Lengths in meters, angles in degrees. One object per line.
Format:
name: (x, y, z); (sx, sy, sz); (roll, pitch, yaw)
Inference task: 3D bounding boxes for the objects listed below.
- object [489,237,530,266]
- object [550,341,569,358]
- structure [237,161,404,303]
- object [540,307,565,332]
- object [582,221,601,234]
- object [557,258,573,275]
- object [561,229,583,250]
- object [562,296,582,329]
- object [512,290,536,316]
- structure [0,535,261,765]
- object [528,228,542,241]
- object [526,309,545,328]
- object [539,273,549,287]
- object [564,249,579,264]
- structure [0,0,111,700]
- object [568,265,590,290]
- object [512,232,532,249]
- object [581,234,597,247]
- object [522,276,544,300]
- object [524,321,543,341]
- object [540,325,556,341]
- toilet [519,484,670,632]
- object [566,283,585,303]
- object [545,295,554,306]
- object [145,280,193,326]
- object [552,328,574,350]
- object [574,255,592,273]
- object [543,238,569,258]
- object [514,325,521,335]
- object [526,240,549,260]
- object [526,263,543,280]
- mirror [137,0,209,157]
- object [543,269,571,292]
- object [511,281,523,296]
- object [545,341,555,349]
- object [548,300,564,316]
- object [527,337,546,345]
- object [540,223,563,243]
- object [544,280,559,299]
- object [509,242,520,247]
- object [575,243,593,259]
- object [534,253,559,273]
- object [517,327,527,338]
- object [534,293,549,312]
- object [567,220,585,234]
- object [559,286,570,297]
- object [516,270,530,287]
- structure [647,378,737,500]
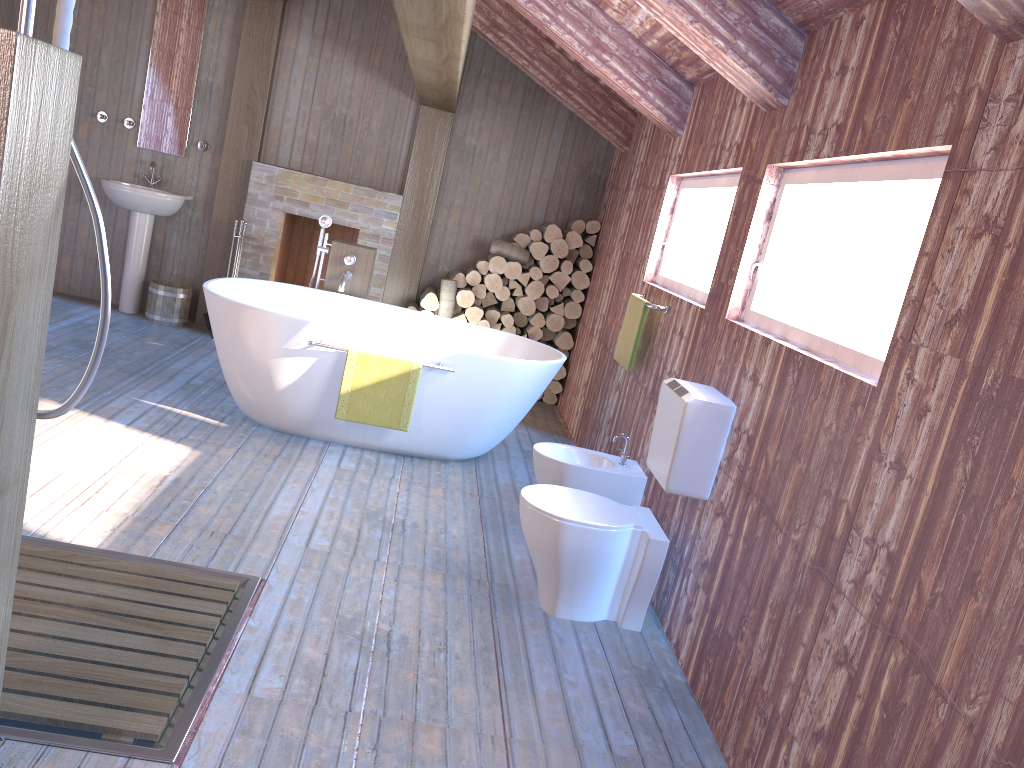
object: (-0.016, -0.990, 6.627); (0.302, 0.157, 0.121); (12, 11, -6)
object: (0.369, -0.276, 6.968); (0.114, 0.113, 0.301); (11, 11, -9)
structure: (-1.518, -0.918, 6.816); (1.130, 1.330, 0.226); (12, 11, -7)
object: (0.305, -0.503, 6.866); (0.137, 0.133, 0.437); (11, 11, -8)
object: (0.597, -1.196, 6.770); (0.112, 0.113, 0.271); (12, 11, -6)
object: (0.398, -0.908, 6.778); (0.089, 0.106, 0.437); (12, 11, -5)
object: (0.449, -1.102, 6.763); (0.133, 0.142, 0.456); (12, 11, -5)
object: (0.432, -0.548, 6.869); (0.137, 0.256, 0.439); (12, 11, -6)
object: (0.089, -0.628, 6.816); (0.141, 0.143, 0.437); (11, 11, -8)
structure: (-1.299, 0.682, 2.453); (1.000, 0.067, 1.000); (12, 11, -7)
object: (0.175, -1.129, 6.705); (0.094, 0.097, 0.227); (12, 11, -6)
object: (0.183, -0.513, 6.822); (0.114, 0.113, 0.301); (11, 11, -9)
object: (0.229, -0.801, 6.767); (0.095, 0.090, 0.278); (12, 11, -5)
object: (0.431, -1.005, 6.865); (0.132, 0.119, 0.319); (12, 11, -5)
structure: (-0.993, -0.267, 1.717); (0.328, 2.209, 0.522); (16, 11, 14)
object: (0.498, -0.819, 6.810); (0.147, 0.152, 0.439); (12, 11, -6)
object: (0.068, -1.101, 6.813); (0.140, 0.121, 0.319); (12, 11, -5)
object: (0.581, -1.117, 6.802); (0.081, 0.100, 0.281); (12, 11, -7)
object: (0.158, -0.738, 6.798); (0.136, 0.157, 0.439); (12, 11, -6)
object: (0.161, -0.408, 6.838); (0.116, 0.117, 0.289); (11, 11, -9)
object: (0.262, -0.413, 6.977); (0.118, 0.106, 0.319); (11, 11, -9)
toilet: (0.248, 0.644, 3.317); (0.534, 0.400, 0.375); (12, 11, -6)
object: (0.481, -0.703, 6.829); (0.102, 0.109, 0.438); (12, 11, -6)
object: (0.284, -0.648, 6.813); (0.065, 0.069, 0.177); (12, 11, -7)
object: (-2.568, -0.605, 6.637); (0.309, 0.290, 0.308); (14, 11, 3)
object: (0.380, -0.374, 6.913); (0.139, 0.137, 0.455); (11, 11, -8)
object: (0.536, -0.924, 6.786); (0.102, 0.109, 0.438); (12, 11, -6)
object: (0.328, -1.047, 6.746); (0.141, 0.143, 0.437); (11, 11, -8)
object: (0.038, -0.416, 6.842); (0.054, 0.056, 0.146); (12, 11, -6)
object: (0.182, -1.034, 6.755); (0.139, 0.148, 0.458); (12, 11, -6)
object: (0.166, -0.865, 6.767); (0.102, 0.109, 0.438); (12, 11, -6)
mirror: (-2.493, -2.308, 6.520); (0.350, 1.199, 0.009); (12, 11, -7)
object: (0.339, -0.809, 6.826); (0.172, 0.151, 0.482); (12, 11, -5)
object: (0.047, -0.730, 6.795); (0.085, 0.096, 0.280); (12, 11, -6)
object: (0.289, -0.284, 6.954); (0.088, 0.092, 0.280); (12, 11, -7)
object: (0.332, -0.613, 6.837); (0.115, 0.112, 0.423); (12, 11, -6)
object: (0.194, -0.292, 6.902); (0.138, 0.147, 0.440); (12, 11, -6)
object: (0.297, -1.149, 6.740); (0.135, 0.139, 0.456); (12, 11, -5)
object: (0.288, -0.733, 6.807); (0.102, 0.109, 0.438); (12, 11, -6)
object: (-0.003, -1.030, 6.821); (0.113, 0.130, 0.291); (12, 11, -6)
object: (0.552, -1.023, 6.804); (0.107, 0.115, 0.269); (12, 11, -5)
object: (0.259, -0.925, 6.766); (0.143, 0.151, 0.440); (12, 11, -6)
object: (0.058, -0.379, 6.864); (0.115, 0.112, 0.423); (12, 11, -6)
object: (0.210, -0.637, 6.809); (0.111, 0.118, 0.302); (12, 11, -7)
object: (0.488, -1.195, 6.761); (0.104, 0.121, 0.270); (12, 11, -6)
object: (0.417, -0.724, 6.866); (0.088, 0.092, 0.280); (12, 11, -6)
object: (0.063, -0.816, 6.770); (0.109, 0.124, 0.424); (12, 11, -7)
structure: (0.636, 0.191, 3.243); (0.182, 0.363, 0.358); (12, 11, -6)
